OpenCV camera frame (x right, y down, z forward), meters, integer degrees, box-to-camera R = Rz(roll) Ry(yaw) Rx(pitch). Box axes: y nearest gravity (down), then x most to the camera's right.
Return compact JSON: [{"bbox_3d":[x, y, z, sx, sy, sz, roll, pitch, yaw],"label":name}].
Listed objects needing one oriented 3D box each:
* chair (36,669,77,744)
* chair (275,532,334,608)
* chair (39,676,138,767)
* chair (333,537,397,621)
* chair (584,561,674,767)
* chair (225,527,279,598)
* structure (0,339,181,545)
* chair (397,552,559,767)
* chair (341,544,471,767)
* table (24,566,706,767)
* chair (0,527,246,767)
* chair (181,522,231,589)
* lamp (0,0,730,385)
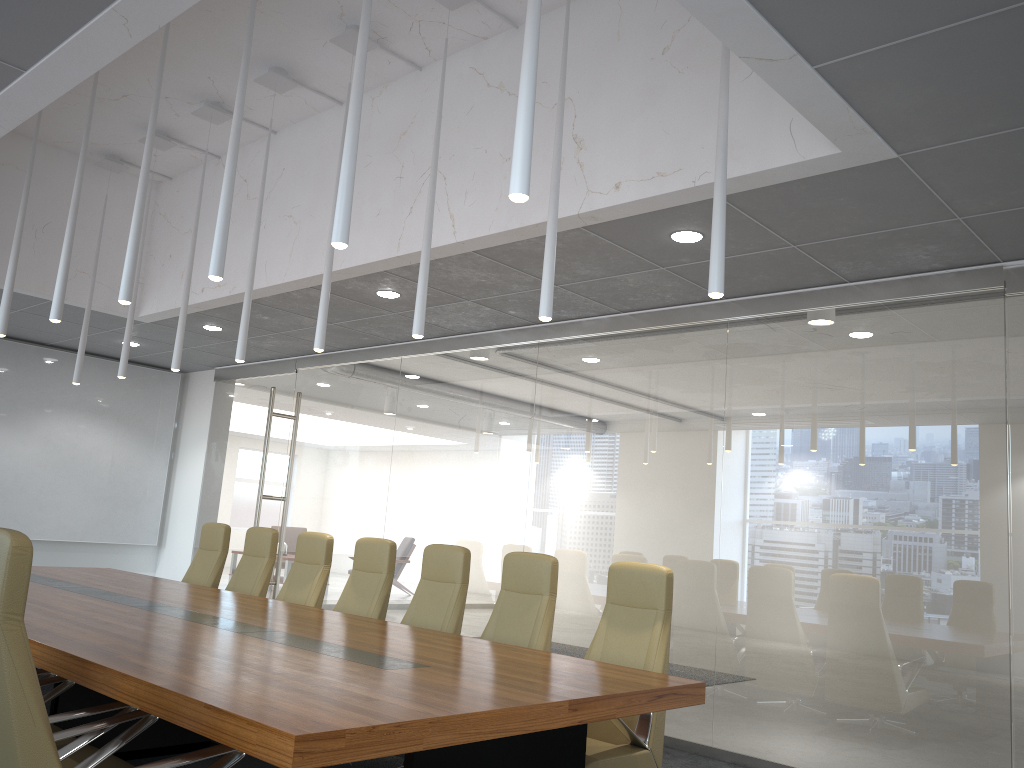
[{"bbox_3d":[-2.549,1.308,4.048,0.711,1.406,0.955,-4,-13,42],"label":"chair"},{"bbox_3d":[-1.986,1.855,6.998,0.711,1.406,0.955,-4,-13,42],"label":"chair"},{"bbox_3d":[-1.951,1.262,3.505,0.711,1.406,0.955,-4,-13,42],"label":"chair"},{"bbox_3d":[-1.398,1.811,6.464,0.711,1.406,0.955,-4,-13,42],"label":"chair"},{"bbox_3d":[0.429,1.687,4.896,0.711,1.406,0.955,-4,-13,42],"label":"chair"},{"bbox_3d":[-2.584,1.901,7.541,0.711,1.406,0.955,-4,-13,42],"label":"chair"},{"bbox_3d":[-2.118,0.110,5.811,13.989,2.466,6.600,-4,-13,42],"label":"structure"},{"bbox_3d":[-0.219,1.721,5.393,0.711,1.406,0.955,-4,-13,42],"label":"chair"},{"bbox_3d":[-0.807,1.766,5.928,0.711,1.406,0.955,-4,-13,42],"label":"chair"},{"bbox_3d":[-2.288,1.831,5.474,6.500,0.895,2.300,-4,-13,42],"label":"table"},{"bbox_3d":[-1.371,1.218,2.978,0.711,1.406,0.955,-4,-13,42],"label":"chair"},{"bbox_3d":[-3.175,1.946,8.078,0.711,1.406,0.955,-4,-13,42],"label":"chair"},{"bbox_3d":[-2.028,-1.472,6.037,7.258,2.378,2.619,-4,-13,42],"label":"lamp"}]
